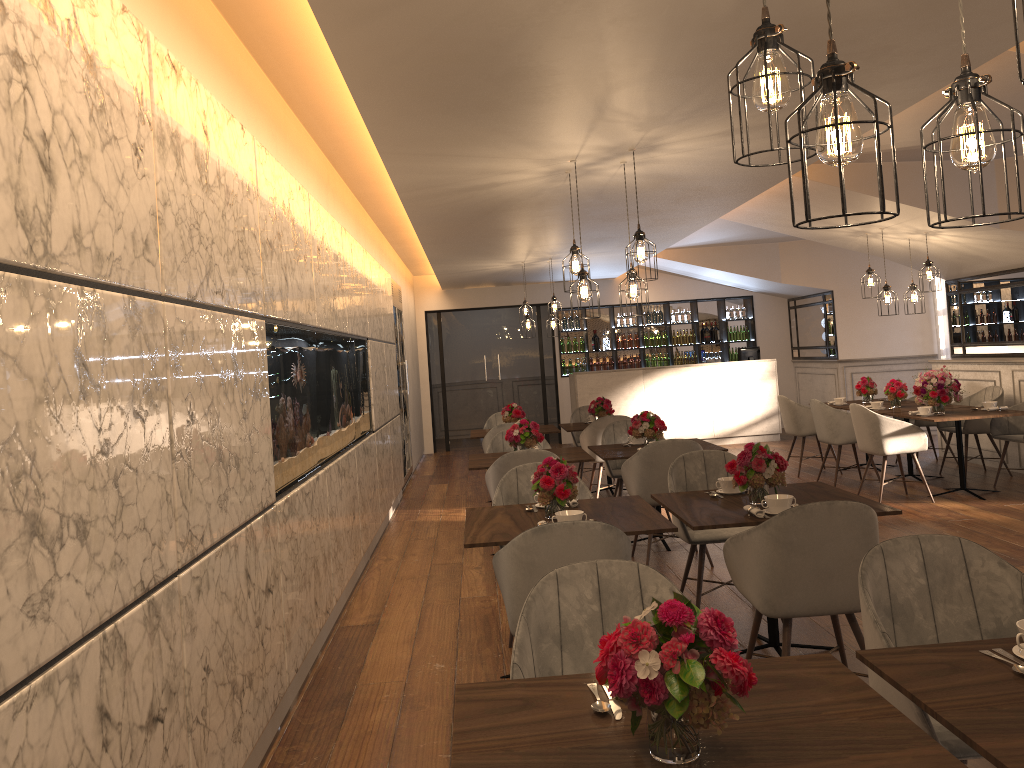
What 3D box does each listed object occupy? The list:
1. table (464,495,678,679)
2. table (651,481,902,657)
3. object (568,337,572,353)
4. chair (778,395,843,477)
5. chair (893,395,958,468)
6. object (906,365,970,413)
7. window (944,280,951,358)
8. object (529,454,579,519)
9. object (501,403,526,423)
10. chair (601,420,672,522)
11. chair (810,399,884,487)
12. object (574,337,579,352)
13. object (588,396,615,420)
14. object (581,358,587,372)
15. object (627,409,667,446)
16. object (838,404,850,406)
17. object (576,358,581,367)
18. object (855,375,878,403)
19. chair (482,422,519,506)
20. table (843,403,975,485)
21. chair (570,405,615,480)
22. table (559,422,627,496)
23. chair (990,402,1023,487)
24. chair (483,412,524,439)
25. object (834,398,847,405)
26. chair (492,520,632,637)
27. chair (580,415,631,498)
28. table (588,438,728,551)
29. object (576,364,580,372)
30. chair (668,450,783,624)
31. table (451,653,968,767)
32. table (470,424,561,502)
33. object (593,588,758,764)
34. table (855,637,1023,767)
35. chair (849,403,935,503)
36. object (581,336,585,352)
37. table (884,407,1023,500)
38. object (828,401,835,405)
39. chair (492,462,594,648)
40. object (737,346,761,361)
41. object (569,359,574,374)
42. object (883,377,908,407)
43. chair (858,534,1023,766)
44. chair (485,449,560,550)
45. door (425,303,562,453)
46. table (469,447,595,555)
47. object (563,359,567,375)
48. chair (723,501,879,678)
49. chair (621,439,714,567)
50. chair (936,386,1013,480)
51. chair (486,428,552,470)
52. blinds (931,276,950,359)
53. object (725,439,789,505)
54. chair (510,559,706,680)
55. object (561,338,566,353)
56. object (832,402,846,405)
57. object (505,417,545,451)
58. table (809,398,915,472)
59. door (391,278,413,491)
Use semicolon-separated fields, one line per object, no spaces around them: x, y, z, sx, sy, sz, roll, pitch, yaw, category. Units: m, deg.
0.253;0.980;4.120;0.896;0.722;0.896;-4;0;-2;table
1.210;0.914;4.162;0.896;0.722;0.896;-4;0;-2;table
0.957;-0.650;14.702;0.065;0.262;0.065;-3;-2;-24;object
3.209;0.537;9.625;0.526;0.874;0.564;-4;-1;-2;chair
4.532;0.445;9.701;0.526;0.874;0.564;-4;-1;-2;chair
3.815;0.046;7.947;0.420;0.426;0.405;-4;0;-14;object
6.594;-0.316;4.975;0.495;2.391;14.511;-4;2;-6;window
0.191;0.471;4.125;0.234;0.302;0.305;-4;0;-1;object
0.025;0.329;9.186;0.234;0.302;0.304;-4;0;-27;object
1.031;0.753;7.407;0.565;0.874;0.525;-4;-1;-2;chair
3.248;0.563;8.687;0.526;0.874;0.564;-4;-1;-2;chair
1.068;-0.657;14.706;0.065;0.262;0.065;-3;-2;-24;object
0.916;0.268;9.233;0.304;0.302;0.234;-4;0;45;object
1.060;-0.282;12.951;0.065;0.208;0.145;-4;-1;-11;object
1.034;0.336;6.711;0.304;0.302;0.234;-4;0;30;object
3.593;0.221;9.520;0.197;0.015;0.043;-4;1;-6;object
0.975;-0.276;12.943;0.065;0.208;0.065;-4;-1;-11;object
3.862;0.051;9.666;0.233;0.302;0.305;-4;0;45;object
0.011;0.789;8.513;0.565;0.874;0.525;-4;-1;-2;chair
3.921;0.591;8.753;0.896;0.722;0.896;-4;0;-2;table
0.927;0.686;9.882;0.565;0.874;0.525;-4;-1;-2;chair
0.999;0.777;9.211;0.896;0.722;0.896;-4;0;-2;table
4.610;0.496;7.825;0.526;0.874;0.564;-4;-1;-2;chair
-0.029;0.752;9.840;0.565;0.874;0.525;-4;-1;-2;chair
3.567;0.190;9.633;0.148;0.072;0.148;-3;1;40;object
0.223;0.926;3.464;0.565;0.874;0.525;-4;-1;-2;chair
0.967;0.723;8.555;0.565;0.874;0.525;-4;-1;-2;chair
1.102;0.844;6.737;0.896;0.722;0.896;-4;0;-2;table
1.092;-0.295;14.696;0.065;0.262;0.065;-3;-2;-24;object
1.139;0.823;4.833;0.565;0.874;0.525;-4;-1;-2;chair
0.358;1.047;1.645;0.896;0.722;0.896;-4;0;-2;table
0.042;0.843;9.169;0.896;0.722;0.896;-4;0;-2;table
0.298;0.538;1.651;0.305;0.302;0.234;-4;0;19;object
1.314;0.981;1.687;0.896;0.722;0.896;-4;0;-2;table
3.287;0.588;7.749;0.526;0.874;0.564;-4;-1;-2;chair
1.178;-0.665;14.711;0.065;0.262;0.065;-3;-2;-24;object
3.960;0.616;7.815;0.896;0.722;0.896;-4;0;-2;table
3.563;0.204;9.746;0.175;0.039;0.056;-4;1;-2;object
0.182;0.889;4.791;0.565;0.874;0.525;-4;-1;-2;chair
3.559;-0.388;13.216;0.409;0.329;0.129;-4;-1;-25;object
0.982;-0.287;14.691;0.065;0.262;0.065;-3;-2;-24;object
3.825;0.081;8.847;0.234;0.302;0.305;-4;0;17;object
1.242;0.890;2.358;0.565;0.874;0.525;-4;-1;-2;chair
0.115;0.856;6.038;0.565;0.874;0.525;-4;-1;-2;chair
-0.312;-0.106;14.676;2.106;2.338;0.273;-4;-2;-3;door
0.146;0.910;6.694;0.896;0.722;0.896;-4;0;-2;table
0.872;-0.280;14.687;0.065;0.262;0.065;-3;-2;-24;object
1.179;0.860;3.506;0.565;0.874;0.525;-4;-1;-2;chair
1.071;0.790;6.080;0.565;0.874;0.525;-4;-1;-2;chair
4.571;0.470;8.763;0.526;0.874;0.564;-4;-1;-2;chair
0.074;0.819;7.365;0.565;0.874;0.525;-4;-1;-2;chair
5.913;-0.634;11.624;0.134;2.703;1.379;-4;-1;-2;blinds
1.141;0.405;4.137;0.305;0.302;0.234;-4;0;-25;object
0.286;0.956;2.316;0.565;0.874;0.525;-4;-1;-2;chair
0.847;-0.642;14.697;0.065;0.262;0.065;-3;-2;-24;object
3.575;0.211;9.712;0.192;0.024;0.025;-4;0;-3;object
0.086;0.400;6.697;0.305;0.302;0.234;-4;0;19;object
3.881;0.565;9.691;0.896;0.722;0.896;-4;0;-2;table
-1.348;-0.029;10.898;0.134;2.472;1.855;-4;0;-2;door
